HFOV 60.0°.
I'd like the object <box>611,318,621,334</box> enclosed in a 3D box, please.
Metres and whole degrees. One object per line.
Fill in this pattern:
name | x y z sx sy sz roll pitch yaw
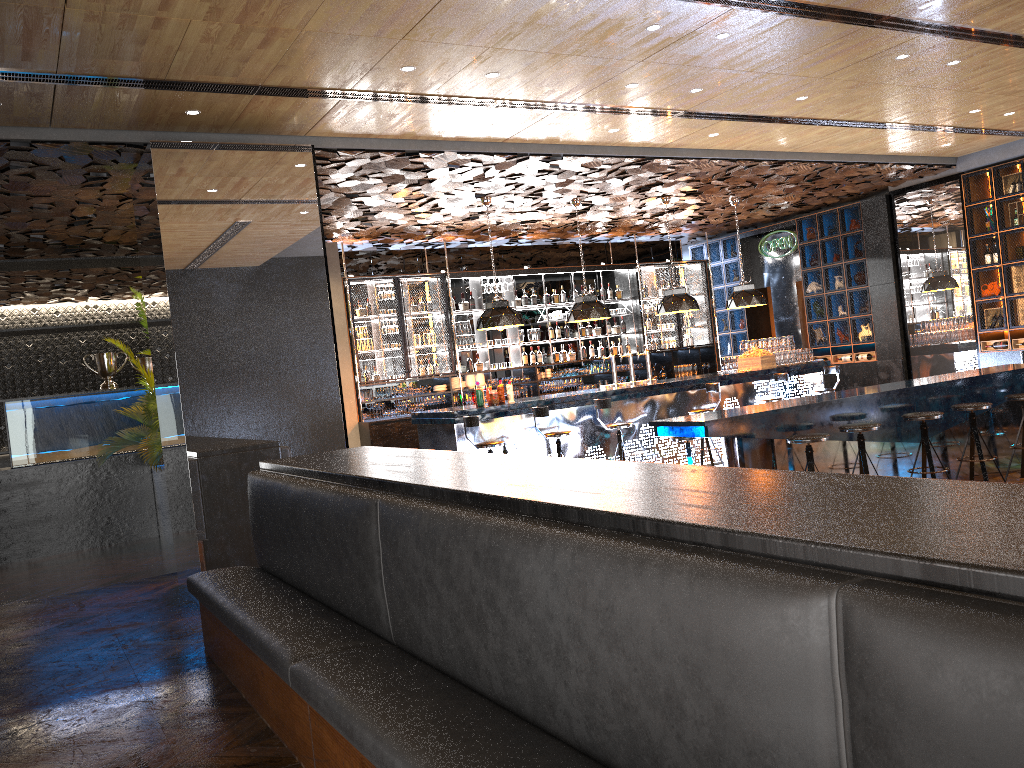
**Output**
object | 1.738 -0.971 14.851 0.123 0.279 0.123 -7 1 -40

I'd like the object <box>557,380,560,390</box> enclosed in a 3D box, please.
object | 0.738 0.056 14.025 0.049 0.231 0.049 -7 1 -18

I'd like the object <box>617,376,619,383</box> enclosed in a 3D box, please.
object | 1.706 -0.033 14.560 0.089 0.174 0.089 -6 1 21

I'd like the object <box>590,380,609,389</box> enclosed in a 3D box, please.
object | 1.425 0.019 14.543 0.356 0.134 0.206 -7 1 -22

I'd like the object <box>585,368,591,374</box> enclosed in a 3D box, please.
object | 1.225 -0.207 14.297 0.098 0.097 0.098 -6 1 5

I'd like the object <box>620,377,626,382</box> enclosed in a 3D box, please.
object | 1.853 -0.039 14.695 0.106 0.148 0.106 -7 1 -11

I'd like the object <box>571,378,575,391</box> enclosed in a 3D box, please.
object | 1.008 0.020 14.470 0.091 0.229 0.091 -7 1 -32

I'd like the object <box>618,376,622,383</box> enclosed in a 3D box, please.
object | 1.770 -0.042 14.665 0.089 0.174 0.089 -6 1 21

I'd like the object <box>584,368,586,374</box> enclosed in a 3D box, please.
object | 1.169 -0.203 14.389 0.098 0.097 0.098 -7 1 -5

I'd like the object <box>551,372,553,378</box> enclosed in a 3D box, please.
object | 0.648 -0.142 14.228 0.058 0.099 0.067 -6 1 21

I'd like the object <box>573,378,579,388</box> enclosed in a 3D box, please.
object | 1.032 0.021 14.219 0.091 0.229 0.091 -6 1 -2

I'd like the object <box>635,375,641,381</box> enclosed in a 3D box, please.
object | 2.107 -0.072 14.816 0.107 0.152 0.107 -7 1 -4

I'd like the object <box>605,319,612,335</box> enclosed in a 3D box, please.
object | 1.605 -0.966 14.800 0.086 0.298 0.086 -6 1 19

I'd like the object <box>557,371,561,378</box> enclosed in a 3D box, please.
object | 0.747 -0.150 14.017 0.058 0.099 0.067 -6 1 16

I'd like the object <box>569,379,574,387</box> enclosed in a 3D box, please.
object | 0.952 0.031 14.175 0.091 0.229 0.091 -6 1 18

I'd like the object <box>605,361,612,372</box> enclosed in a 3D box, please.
object | 1.568 -0.287 14.466 0.101 0.172 0.115 -6 1 0

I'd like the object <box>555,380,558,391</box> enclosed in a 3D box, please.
object | 0.707 0.059 14.084 0.049 0.231 0.049 -7 1 -21

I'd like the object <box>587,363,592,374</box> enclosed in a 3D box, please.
object | 1.266 -0.252 14.434 0.115 0.172 0.101 -7 1 -20

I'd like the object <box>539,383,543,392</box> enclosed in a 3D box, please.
object | 0.431 0.095 13.878 0.108 0.227 0.108 -7 1 -38

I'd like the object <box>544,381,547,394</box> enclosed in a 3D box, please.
object | 0.545 0.073 14.241 0.058 0.234 0.058 -6 1 14

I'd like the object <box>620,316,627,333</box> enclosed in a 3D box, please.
object | 1.875 -0.999 14.949 0.086 0.299 0.086 -6 1 19

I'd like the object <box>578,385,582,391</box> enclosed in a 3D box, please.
object | 1.106 0.074 14.491 0.067 0.100 0.067 -7 1 -37

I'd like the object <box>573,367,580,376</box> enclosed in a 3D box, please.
object | 1.035 -0.200 14.224 0.108 0.126 0.108 -6 1 5

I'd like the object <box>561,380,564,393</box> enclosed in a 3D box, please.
object | 0.803 0.048 14.062 0.049 0.231 0.049 -7 1 -34

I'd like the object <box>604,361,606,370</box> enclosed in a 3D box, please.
object | 1.516 -0.283 14.571 0.115 0.172 0.101 -7 1 -45

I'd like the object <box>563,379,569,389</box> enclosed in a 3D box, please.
object | 0.865 0.042 14.120 0.091 0.229 0.091 -7 1 -43

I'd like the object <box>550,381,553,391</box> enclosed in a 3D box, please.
object | 0.623 0.069 13.971 0.058 0.234 0.058 -6 1 13

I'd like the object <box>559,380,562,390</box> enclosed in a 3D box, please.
object | 0.773 0.051 14.120 0.049 0.231 0.049 -7 1 -25

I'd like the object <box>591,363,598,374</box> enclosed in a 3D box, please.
object | 1.329 -0.257 14.332 0.115 0.172 0.101 -6 1 0

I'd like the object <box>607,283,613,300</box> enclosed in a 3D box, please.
object | 1.638 -1.546 14.874 0.086 0.298 0.086 -6 1 19

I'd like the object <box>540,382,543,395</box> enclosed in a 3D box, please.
object | 0.475 0.088 14.040 0.108 0.227 0.108 -6 1 25

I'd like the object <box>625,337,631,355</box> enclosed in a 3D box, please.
object | 1.955 -0.641 14.974 0.080 0.299 0.080 -7 1 -27

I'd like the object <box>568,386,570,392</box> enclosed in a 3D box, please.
object | 0.922 0.030 14.417 0.091 0.229 0.091 -6 1 29

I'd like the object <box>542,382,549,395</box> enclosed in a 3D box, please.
object | 0.531 0.083 13.936 0.108 0.227 0.108 -6 1 31

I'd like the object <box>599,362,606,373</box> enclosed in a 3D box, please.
object | 1.457 -0.273 14.394 0.115 0.172 0.101 -7 1 -45

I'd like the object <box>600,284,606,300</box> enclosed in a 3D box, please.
object | 1.510 -1.530 14.768 0.086 0.299 0.086 -6 1 19

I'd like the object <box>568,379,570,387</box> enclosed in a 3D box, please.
object | 0.928 0.032 14.291 0.091 0.229 0.091 -6 1 2

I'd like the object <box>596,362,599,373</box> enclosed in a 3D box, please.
object | 1.390 -0.267 14.503 0.101 0.172 0.115 -6 1 0

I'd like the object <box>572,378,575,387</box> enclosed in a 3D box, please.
object | 1.011 0.022 14.336 0.091 0.229 0.091 -7 1 -36

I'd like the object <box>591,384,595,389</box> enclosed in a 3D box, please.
object | 1.303 0.055 14.344 0.067 0.099 0.067 -6 1 32

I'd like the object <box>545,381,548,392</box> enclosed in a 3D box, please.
object | 0.547 0.075 14.109 0.058 0.234 0.058 -6 1 35

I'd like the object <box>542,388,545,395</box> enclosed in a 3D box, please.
object | 0.506 0.078 14.182 0.058 0.234 0.058 -7 1 -27

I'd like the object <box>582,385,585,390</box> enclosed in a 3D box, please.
object | 1.169 0.068 14.399 0.067 0.100 0.067 -7 1 -37

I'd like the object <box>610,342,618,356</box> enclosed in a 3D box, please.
object | 1.699 -0.585 14.826 0.151 0.248 0.094 -7 1 -20

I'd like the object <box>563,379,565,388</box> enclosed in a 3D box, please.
object | 0.845 0.042 14.244 0.091 0.229 0.091 -7 1 -9

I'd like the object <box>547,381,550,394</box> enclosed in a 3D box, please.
object | 0.584 0.072 14.046 0.058 0.234 0.058 -7 1 -7

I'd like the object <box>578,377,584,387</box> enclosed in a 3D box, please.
object | 1.116 0.011 14.265 0.091 0.229 0.091 -6 1 33

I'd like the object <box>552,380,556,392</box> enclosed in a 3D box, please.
object | 0.669 0.063 14.007 0.058 0.234 0.058 -7 1 -26

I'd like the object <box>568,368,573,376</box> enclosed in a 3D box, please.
object | 0.940 -0.187 14.168 0.100 0.125 0.100 -6 1 10

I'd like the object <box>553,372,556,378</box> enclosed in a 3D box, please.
object | 0.683 -0.145 14.170 0.058 0.099 0.067 -7 1 -27

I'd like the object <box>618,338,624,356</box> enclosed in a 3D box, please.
object | 1.823 -0.625 14.914 0.086 0.298 0.086 -6 1 19

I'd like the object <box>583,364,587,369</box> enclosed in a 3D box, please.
object | 1.211 -0.248 14.544 0.115 0.172 0.101 -7 1 -45

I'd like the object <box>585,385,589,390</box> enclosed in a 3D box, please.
object | 1.212 0.065 14.294 0.067 0.100 0.067 -7 1 -37

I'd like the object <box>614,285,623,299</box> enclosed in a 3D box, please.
object | 1.795 -1.537 14.925 0.151 0.248 0.094 -6 1 -1
